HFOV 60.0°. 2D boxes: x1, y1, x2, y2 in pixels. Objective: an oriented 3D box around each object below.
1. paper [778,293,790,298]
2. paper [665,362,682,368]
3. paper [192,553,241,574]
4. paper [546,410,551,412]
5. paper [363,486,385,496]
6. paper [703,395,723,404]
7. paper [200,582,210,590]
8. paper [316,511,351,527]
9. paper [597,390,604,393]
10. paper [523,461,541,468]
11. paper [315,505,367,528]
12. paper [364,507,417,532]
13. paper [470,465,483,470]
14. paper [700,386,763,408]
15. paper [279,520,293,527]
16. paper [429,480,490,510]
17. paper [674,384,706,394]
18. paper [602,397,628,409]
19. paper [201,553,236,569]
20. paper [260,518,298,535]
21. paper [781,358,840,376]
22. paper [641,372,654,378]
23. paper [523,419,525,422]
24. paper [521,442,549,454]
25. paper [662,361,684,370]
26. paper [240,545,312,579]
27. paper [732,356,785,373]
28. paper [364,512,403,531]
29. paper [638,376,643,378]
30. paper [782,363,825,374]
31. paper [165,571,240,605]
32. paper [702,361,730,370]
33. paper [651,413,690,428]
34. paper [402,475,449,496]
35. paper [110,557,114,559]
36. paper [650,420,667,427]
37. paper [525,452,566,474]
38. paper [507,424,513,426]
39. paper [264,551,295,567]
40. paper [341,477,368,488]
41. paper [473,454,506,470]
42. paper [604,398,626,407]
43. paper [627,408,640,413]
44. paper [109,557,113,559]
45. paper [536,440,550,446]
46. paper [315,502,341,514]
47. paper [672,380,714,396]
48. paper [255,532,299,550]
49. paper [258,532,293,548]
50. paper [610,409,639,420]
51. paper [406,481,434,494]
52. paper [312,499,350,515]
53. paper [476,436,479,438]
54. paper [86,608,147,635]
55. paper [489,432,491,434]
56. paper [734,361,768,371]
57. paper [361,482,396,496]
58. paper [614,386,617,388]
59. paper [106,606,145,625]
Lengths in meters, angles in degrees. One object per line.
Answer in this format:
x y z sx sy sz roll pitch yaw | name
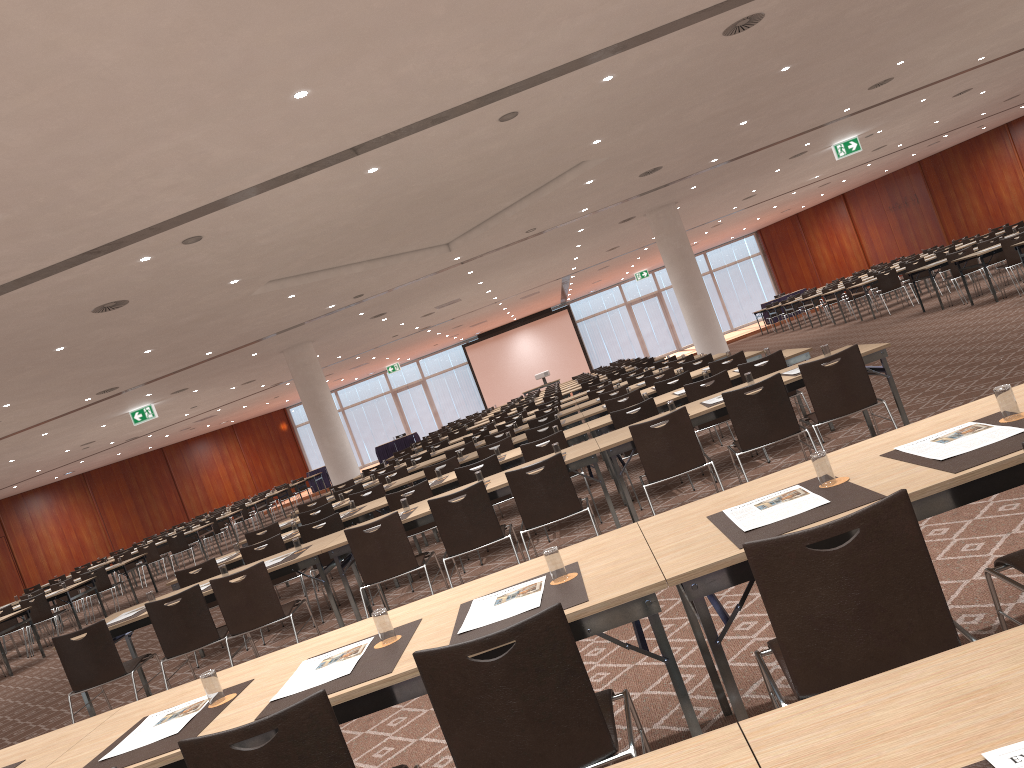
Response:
10.270 -3.338 33.476 0.460 0.003 0.565 -20 0 3 | paper
2.733 -0.326 14.937 0.284 0.006 0.398 -20 0 5 | paper
-3.030 1.843 9.243 0.460 0.003 0.565 -20 0 5 | paper
0.566 0.478 15.065 0.283 0.006 0.398 -20 0 3 | paper
-1.743 1.352 11.211 0.283 0.006 0.398 -20 0 1 | paper
1.673 0.102 7.011 0.283 0.006 0.398 -20 0 1 | paper
-2.569 1.676 7.265 0.284 0.006 0.398 -20 0 6 | paper
-1.852 1.401 9.208 0.284 0.006 0.398 -20 0 5 | paper
1.483 0.138 14.993 0.284 0.006 0.398 -20 0 5 | paper
0.196 0.650 7.084 0.284 0.006 0.398 -20 0 6 | paper
-1.782 1.380 9.171 0.460 0.003 0.565 -20 0 6 | paper
-1.007 1.101 7.076 0.460 0.003 0.565 -20 0 4 | paper
-0.309 0.829 9.123 0.284 0.006 0.398 -20 0 4 | paper
1.721 0.088 6.951 0.460 0.003 0.565 -20 0 6 | paper
-2.955 1.802 11.287 0.284 0.006 0.398 -20 0 5 | paper
-0.408 0.879 7.069 0.460 0.003 0.565 -20 0 3 | paper
1.794 0.049 8.973 0.284 0.006 0.398 -20 0 4 | paper
1.337 0.213 10.953 0.460 0.003 0.565 -20 0 3 | paper
-3.068 1.852 9.313 0.284 0.006 0.398 -20 0 5 | paper
-2.926 1.796 11.204 0.460 0.003 0.565 -20 0 2 | paper
2.347 -0.144 6.892 0.460 0.003 0.565 -20 0 3 | paper
2.168 -0.112 14.923 0.460 0.003 0.565 -20 0 2 | paper
0.021 0.685 15.027 0.460 0.003 0.565 -20 0 5 | paper
0.317 0.601 9.022 0.460 0.003 0.565 -20 0 3 | paper
2.737 -0.323 14.845 0.460 0.003 0.565 -20 0 4 | paper
-1.889 1.428 7.148 0.460 0.003 0.565 -20 0 1 | paper
2.467 -0.197 8.887 0.460 0.003 0.565 -20 0 7 | paper
-1.030 1.105 7.157 0.283 0.006 0.398 -20 0 2 | paper
2.094 -0.089 14.974 0.283 0.006 0.398 -20 0 4 | paper
2.295 -0.129 6.926 0.283 0.006 0.398 -20 0 3 | paper
-2.513 1.660 7.198 0.460 0.003 0.565 -20 0 6 | paper
2.515 -0.228 10.942 0.283 0.006 0.398 -20 0 1 | paper
1.154 0.299 6.988 0.460 0.003 0.565 -20 0 6 | paper
-0.895 1.051 9.084 0.460 0.003 0.565 -20 0 4 | paper
-10.407 4.522 23.213 0.460 0.003 0.565 -20 0 1 | paper
1.103 0.313 7.046 0.283 0.006 0.398 -20 0 3 | paper
0.210 0.649 7.051 0.460 0.003 0.565 -20 0 5 | paper
-0.025 0.697 15.118 0.284 0.006 0.398 -20 0 7 | paper
-1.950 1.446 7.230 0.284 0.006 0.398 -20 0 5 | paper
-2.722 1.702 15.236 0.460 0.003 0.565 -20 0 2 | paper
-0.283 0.824 9.050 0.460 0.003 0.565 -20 0 2 | paper
1.277 0.231 11.024 0.284 0.006 0.398 -20 0 4 | paper
1.181 0.276 9.014 0.283 0.006 0.398 -20 0 3 | paper
-10.437 4.529 23.286 0.283 0.006 0.398 -20 0 0 | paper
0.278 0.611 9.089 0.283 0.006 0.398 -20 0 3 | paper
-2.348 1.577 11.253 0.283 0.006 0.398 -20 0 2 | paper
1.855 0.030 8.902 0.460 0.003 0.565 -20 0 3 | paper
-2.409 1.612 9.195 0.460 0.003 0.565 -20 0 2 | paper
-2.472 1.631 9.274 0.283 0.006 0.398 -20 0 4 | paper
1.214 0.268 8.962 0.460 0.003 0.565 -20 0 5 | paper
-0.951 1.067 9.171 0.284 0.006 0.398 -20 0 4 | paper
-2.309 1.566 11.214 0.460 0.003 0.565 -20 0 6 | paper
-0.627 0.921 15.153 0.283 0.006 0.398 -20 0 1 | paper
-3.107 1.880 7.215 0.460 0.003 0.565 -20 0 7 | paper
-0.573 0.905 15.066 0.460 0.003 0.565 -20 0 0 | paper
2.408 -0.179 8.941 0.283 0.006 0.398 -20 0 3 | paper
-1.716 1.347 11.151 0.460 0.003 0.565 -20 0 4 | paper
1.542 0.120 14.935 0.460 0.003 0.565 -20 0 2 | paper
-3.168 1.899 7.306 0.283 0.006 0.398 -20 0 4 | paper
